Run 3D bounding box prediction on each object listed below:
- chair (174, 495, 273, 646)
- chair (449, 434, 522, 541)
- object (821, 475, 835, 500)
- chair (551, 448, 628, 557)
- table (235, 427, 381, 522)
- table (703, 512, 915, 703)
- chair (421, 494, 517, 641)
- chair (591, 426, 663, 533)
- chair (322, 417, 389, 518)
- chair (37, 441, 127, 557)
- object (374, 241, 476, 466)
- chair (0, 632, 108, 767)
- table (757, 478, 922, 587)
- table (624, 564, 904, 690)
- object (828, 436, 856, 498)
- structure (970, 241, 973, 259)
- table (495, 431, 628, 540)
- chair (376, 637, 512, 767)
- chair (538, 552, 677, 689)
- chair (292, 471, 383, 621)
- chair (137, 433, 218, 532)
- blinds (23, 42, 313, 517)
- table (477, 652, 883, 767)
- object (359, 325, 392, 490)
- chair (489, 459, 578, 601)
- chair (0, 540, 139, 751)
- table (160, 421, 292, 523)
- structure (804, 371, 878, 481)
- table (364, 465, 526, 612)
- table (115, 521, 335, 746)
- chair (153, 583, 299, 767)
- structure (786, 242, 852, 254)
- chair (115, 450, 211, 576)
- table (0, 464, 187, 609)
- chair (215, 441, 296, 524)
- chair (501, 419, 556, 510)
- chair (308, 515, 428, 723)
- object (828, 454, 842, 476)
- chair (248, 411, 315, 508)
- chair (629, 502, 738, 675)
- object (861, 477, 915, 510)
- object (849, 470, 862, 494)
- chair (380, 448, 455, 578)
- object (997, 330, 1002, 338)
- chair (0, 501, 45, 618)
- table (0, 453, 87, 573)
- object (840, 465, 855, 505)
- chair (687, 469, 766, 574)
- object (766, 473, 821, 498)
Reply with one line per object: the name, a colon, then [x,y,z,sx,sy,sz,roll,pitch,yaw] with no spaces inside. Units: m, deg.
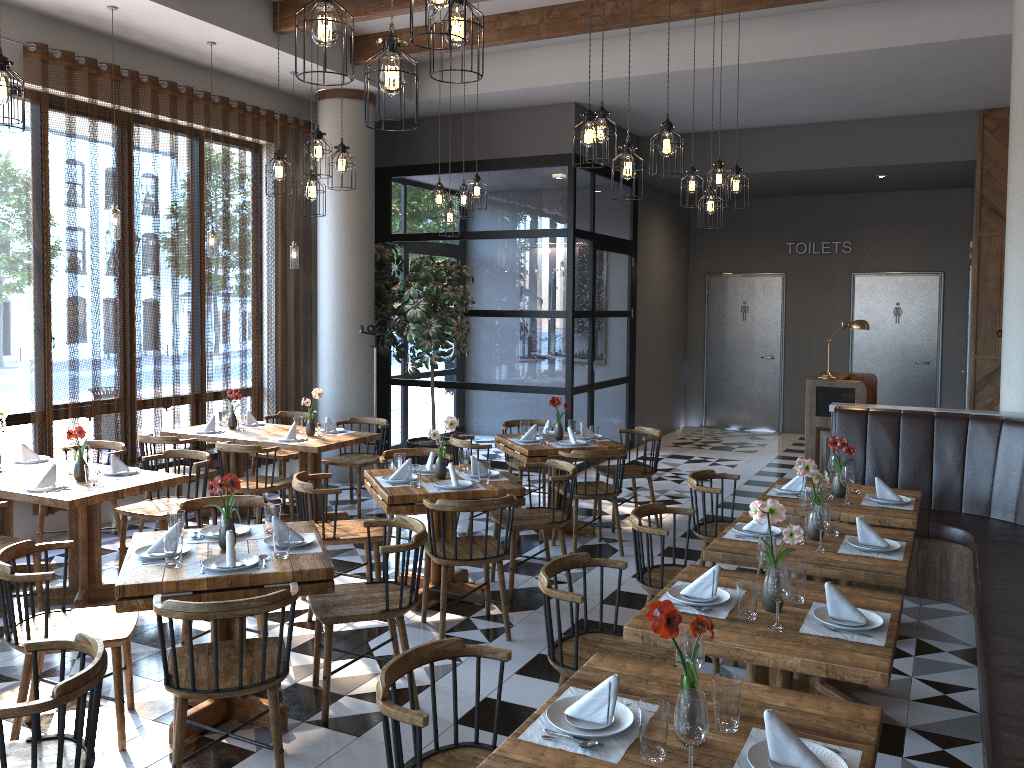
chair: [-1.497,1.041,4.618,0.519,0.815,0.551,-1,4,-18]
chair: [-0.228,0.828,7.155,0.550,0.815,0.520,-1,4,-18]
object: [1.837,0.602,5.157,0.080,0.132,0.080,1,3,11]
chair: [0.588,0.871,6.748,0.519,0.815,0.551,-1,4,-18]
table: [-1.695,0.816,7.441,0.851,0.762,0.852,3,4,26]
table: [1.440,1.127,4.253,0.851,0.762,0.852,3,4,26]
chair: [-0.258,1.013,5.058,0.519,0.815,0.551,-1,4,-18]
chair: [0.997,0.801,7.587,0.550,0.815,0.520,-1,4,-18]
chair: [-1.409,0.740,8.029,0.520,0.815,0.550,2,4,26]
chair: [-3.127,0.861,6.478,0.520,0.815,0.550,2,4,26]
object: [-1.188,-0.305,9.806,1.635,2.587,1.383,1,3,10]
chair: [-1.486,1.220,2.602,0.550,0.815,0.520,-1,4,-18]
table: [1.933,1.044,5.239,0.851,0.762,0.852,3,4,26]
table: [0.952,1.209,3.278,0.851,0.762,0.852,3,4,26]
object: [1.941,0.485,5.226,0.156,0.354,0.171,2,3,20]
structure: [5.684,-1.653,10.966,0.025,0.196,0.566,2,5,26]
table: [0.385,0.842,7.356,0.864,0.762,0.866,-1,4,-18]
chair: [-0.108,1.236,2.569,0.550,0.815,0.520,2,4,26]
chair: [0.384,1.153,3.554,0.550,0.815,0.520,2,4,26]
chair: [-1.073,0.970,5.465,0.550,0.815,0.520,-1,4,-18]
chair: [-2.747,0.797,7.238,0.520,0.815,0.550,2,4,26]
blinds: [-3.817,-0.737,6.296,0.160,3.573,7.280,2,5,26]
table: [0.459,1.292,2.292,0.851,0.762,0.852,3,4,26]
object: [-1.396,0.227,9.060,0.375,1.655,0.375,-2,4,-41]
chair: [0.150,0.945,5.873,0.550,0.815,0.520,-1,4,-18]
chair: [-1.904,1.110,3.803,0.550,0.815,0.520,-1,4,-18]
table: [-2.461,0.775,7.823,0.851,0.762,0.852,3,4,26]
structure: [2.859,0.584,7.493,0.646,1.297,1.047,2,4,26]
table: [-0.455,0.984,5.676,0.864,0.762,0.866,-1,4,-18]
table: [-1.286,1.123,4.014,0.864,0.762,0.866,-1,4,-18]
chair: [-1.089,1.153,3.396,0.519,0.815,0.551,-1,4,-18]
structure: [4.477,-1.988,12.944,0.916,0.165,0.035,3,4,26]
chair: [-2.372,0.902,6.102,0.520,0.815,0.550,2,4,26]
table: [-2.659,0.978,5.514,0.851,0.762,0.852,3,4,26]
chair: [-1.992,0.838,6.862,0.520,0.815,0.550,2,4,26]
chair: [0.180,0.759,7.970,0.519,0.815,0.551,-1,4,-18]
chair: [-0.681,1.085,4.211,0.550,0.815,0.520,-1,4,-18]
object: [1.967,0.540,5.400,0.081,0.215,0.081,1,3,18]
chair: [-2.163,0.699,8.405,0.520,0.815,0.550,2,4,26]
chair: [0.877,1.070,4.539,0.550,0.815,0.520,2,4,26]
object: [2.167,0.608,5.096,0.272,0.137,0.352,3,5,26]
object: [2.055,0.590,5.311,0.080,0.132,0.080,2,4,26]
chair: [-0.665,0.901,6.280,0.519,0.815,0.551,-1,4,-18]
object: [5.316,0.255,9.439,0.375,1.655,0.375,-2,4,-41]
chair: [-2.956,1.000,4.935,0.520,0.815,0.550,2,4,26]
table: [-3.425,0.937,5.896,0.851,0.762,0.852,3,4,26]
object: [1.904,0.572,5.030,0.081,0.215,0.081,-1,3,-32]
chair: [1.369,0.987,5.524,0.550,0.815,0.520,2,4,26]
object: [1.702,0.582,5.338,0.272,0.137,0.352,3,5,26]
